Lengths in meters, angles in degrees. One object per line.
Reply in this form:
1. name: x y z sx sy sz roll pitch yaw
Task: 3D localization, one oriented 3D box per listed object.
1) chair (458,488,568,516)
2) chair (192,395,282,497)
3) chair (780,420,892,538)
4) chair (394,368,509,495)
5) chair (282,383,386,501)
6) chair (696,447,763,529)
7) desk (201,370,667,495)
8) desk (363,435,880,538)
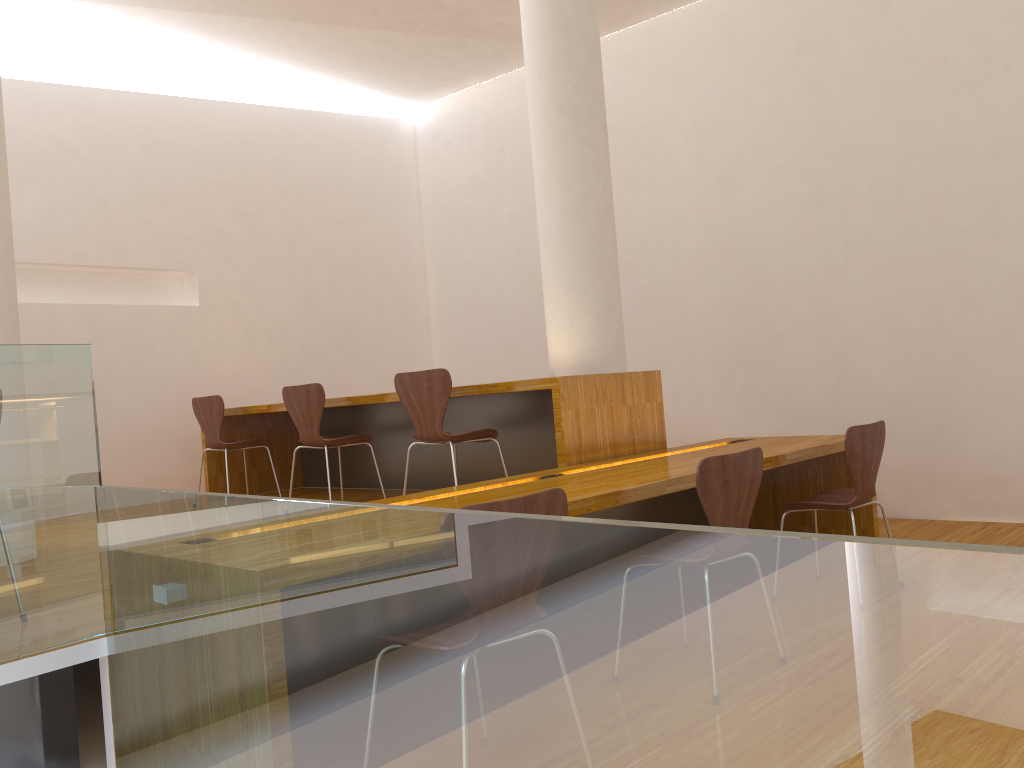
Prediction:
1. chair: -0.096 0.607 2.093 0.381 0.693 0.428 -5 -1 44
2. chair: -1.758 0.414 5.631 0.428 0.693 0.381 -5 -1 44
3. chair: 1.314 0.512 3.634 0.381 0.693 0.428 -5 -1 44
4. chair: -0.276 0.277 4.163 0.428 0.693 0.381 -5 -1 44
5. chair: -0.977 0.341 4.832 0.428 0.693 0.381 -5 -1 44
6. chair: 0.572 0.562 2.797 0.381 0.693 0.428 -5 -1 44
7. desk: -0.663 0.358 5.123 3.185 0.606 0.760 -5 -1 44
8. desk: 0.334 0.635 3.248 0.760 0.606 3.185 -5 -1 44
